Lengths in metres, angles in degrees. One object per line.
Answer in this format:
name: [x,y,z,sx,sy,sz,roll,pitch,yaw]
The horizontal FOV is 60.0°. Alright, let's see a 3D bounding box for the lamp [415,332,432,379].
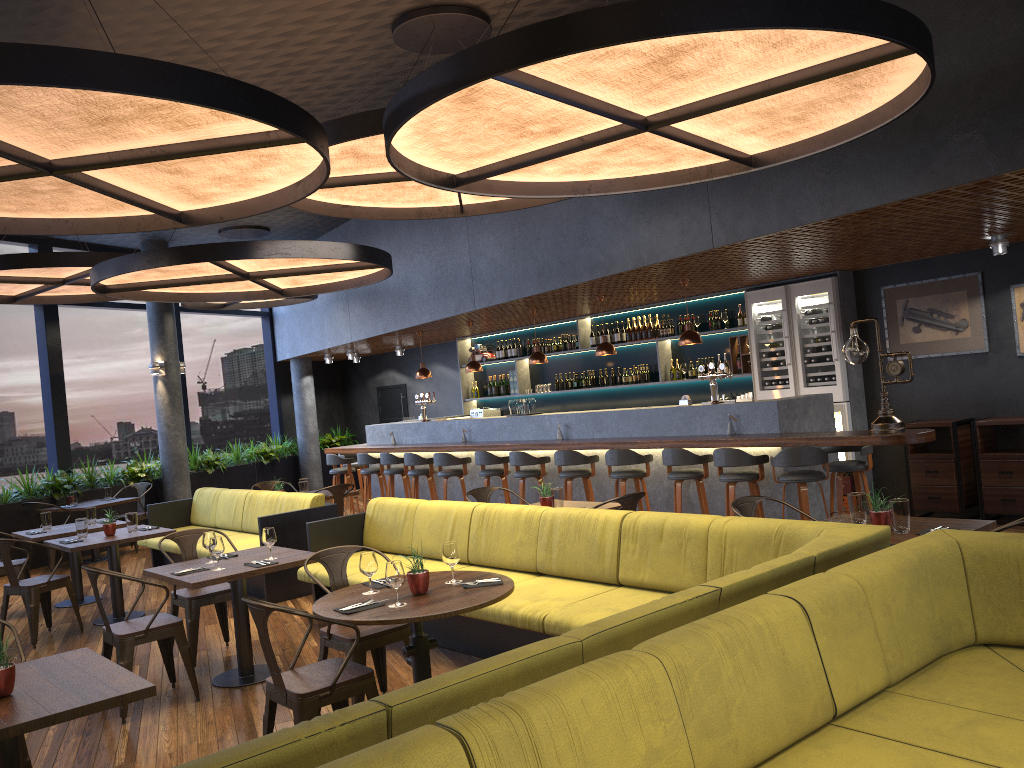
lamp: [-1.315,-0.420,12.912,0.250,0.673,0.250,-6,-1,37]

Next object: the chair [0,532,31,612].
chair: [-5.028,1.815,8.682,0.541,0.917,0.504,-5,0,-22]

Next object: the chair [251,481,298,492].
chair: [-2.755,1.613,10.484,0.504,0.917,0.541,-5,-1,-40]

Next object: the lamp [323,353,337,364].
lamp: [-3.340,-0.465,16.156,0.228,0.172,0.228,-5,-1,-41]

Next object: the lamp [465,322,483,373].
lamp: [-0.543,-0.500,12.006,0.250,0.673,0.250,-5,0,-8]

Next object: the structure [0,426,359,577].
structure: [-6.496,1.728,11.379,0.808,1.413,17.112,-6,0,24]

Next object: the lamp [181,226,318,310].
lamp: [-3.976,-1.782,13.332,1.979,1.093,1.979,-6,0,13]

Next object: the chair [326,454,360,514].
chair: [-2.510,1.547,13.315,0.483,1.048,0.438,-6,0,21]

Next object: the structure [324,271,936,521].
structure: [1.077,0.362,11.191,2.700,2.700,9.298,-5,-1,-41]

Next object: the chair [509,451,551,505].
chair: [0.230,1.262,10.100,0.438,1.048,0.483,-5,0,-12]

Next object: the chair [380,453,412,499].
chair: [-1.548,1.448,12.274,0.483,1.048,0.438,-6,0,21]

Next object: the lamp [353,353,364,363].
lamp: [-2.981,-0.493,16.954,0.228,0.172,0.228,-5,-1,-41]

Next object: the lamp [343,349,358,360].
lamp: [-2.813,-0.520,15.511,0.228,0.172,0.228,-5,-1,-41]

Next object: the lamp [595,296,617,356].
lamp: [1.044,-0.665,10.144,0.250,0.673,0.250,-5,0,-8]

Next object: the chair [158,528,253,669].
chair: [-2.244,1.534,6.450,0.504,0.917,0.541,-5,-1,-40]

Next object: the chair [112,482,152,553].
chair: [-5.307,1.870,12.430,0.504,0.917,0.541,-6,0,15]

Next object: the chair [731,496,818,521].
chair: [1.667,1.155,5.411,0.504,0.917,0.541,-5,-1,-40]

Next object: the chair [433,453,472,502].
chair: [-0.724,1.361,11.126,0.438,1.048,0.483,-5,0,-21]

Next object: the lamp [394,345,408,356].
lamp: [-2.003,-0.594,15.807,0.228,0.172,0.228,-5,-1,-41]

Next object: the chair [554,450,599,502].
chair: [0.736,1.210,9.568,0.483,1.048,0.438,-5,0,10]

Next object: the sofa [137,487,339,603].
sofa: [-3.010,1.633,9.411,0.966,0.914,3.061,-5,-1,-41]

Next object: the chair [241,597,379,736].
chair: [-0.912,1.389,4.066,0.541,0.917,0.504,-5,-1,-40]

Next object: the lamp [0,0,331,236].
lamp: [-2.401,-1.762,4.501,2.778,1.475,2.778,-5,0,9]

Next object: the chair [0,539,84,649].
chair: [-4.037,1.712,7.483,0.504,0.917,0.541,-6,0,27]

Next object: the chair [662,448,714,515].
chair: [1.715,1.109,8.459,0.483,1.048,0.438,-6,0,21]

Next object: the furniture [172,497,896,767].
furniture: [-0.176,1.319,3.543,7.462,0.914,4.895,-6,-1,44]

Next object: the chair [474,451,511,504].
chair: [-0.171,1.304,10.655,0.483,1.048,0.438,-6,0,21]

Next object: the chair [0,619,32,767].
chair: [-2.390,1.528,3.870,0.504,0.917,0.541,-5,-1,-40]

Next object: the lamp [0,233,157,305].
lamp: [-5.036,-1.649,9.884,2.778,1.159,2.778,-5,0,-5]

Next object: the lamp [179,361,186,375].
lamp: [-5.179,-0.242,13.830,0.215,0.215,0.189,-6,0,28]

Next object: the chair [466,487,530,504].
chair: [-0.067,1.335,7.470,0.504,0.917,0.541,-5,-1,-40]

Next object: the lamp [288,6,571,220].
lamp: [-0.476,-2.106,6.671,2.778,1.159,2.778,-5,0,10]

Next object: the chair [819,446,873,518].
chair: [3.001,0.983,7.922,0.483,1.048,0.438,-6,0,21]

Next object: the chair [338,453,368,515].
chair: [-2.516,1.555,14.303,0.483,1.048,0.438,-5,0,-12]

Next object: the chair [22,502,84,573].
chair: [-5.836,1.911,11.211,0.504,0.917,0.541,-6,0,24]

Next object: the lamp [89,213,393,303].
lamp: [-2.618,-1.710,8.601,2.778,1.475,2.778,-6,0,14]

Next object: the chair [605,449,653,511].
chair: [1.209,1.161,9.046,0.438,1.048,0.483,-5,0,-26]

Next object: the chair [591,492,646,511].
chair: [0.738,1.252,6.524,0.504,0.917,0.541,-5,-1,-40]

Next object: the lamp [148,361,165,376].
lamp: [-5.352,-0.230,13.293,0.215,0.215,0.189,-5,0,10]

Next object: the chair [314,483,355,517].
chair: [-1.938,1.528,9.524,0.504,0.917,0.541,-5,-1,-40]

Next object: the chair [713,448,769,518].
chair: [2.068,1.071,7.944,0.438,1.048,0.483,-5,0,-12]

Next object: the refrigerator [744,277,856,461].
refrigerator: [3.372,-0.096,10.234,0.454,2.109,1.159,-5,-1,-41]

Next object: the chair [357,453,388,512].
chair: [-1.944,1.489,12.719,0.483,1.048,0.438,-6,0,21]

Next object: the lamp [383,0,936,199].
lamp: [0.654,-2.050,4.730,2.778,1.475,2.778,-5,-1,-37]

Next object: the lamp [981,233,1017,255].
lamp: [4.418,-1.263,8.042,0.228,0.172,0.228,-5,-1,-41]

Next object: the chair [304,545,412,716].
chair: [-0.837,1.389,4.945,0.504,0.917,0.541,-5,-1,-40]

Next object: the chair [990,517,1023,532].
chair: [2.474,1.071,4.465,0.504,0.917,0.541,-5,-1,-40]

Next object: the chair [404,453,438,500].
chair: [-1.164,1.407,11.705,0.438,1.048,0.483,-5,0,-12]

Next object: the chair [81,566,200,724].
chair: [-2.312,1.533,5.471,0.541,0.917,0.504,-5,-1,-40]

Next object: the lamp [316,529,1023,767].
lamp: [2.936,0.116,3.130,9.057,2.714,3.017,-5,-1,-41]

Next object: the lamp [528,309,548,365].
lamp: [0.297,-0.588,11.020,0.250,0.673,0.250,-5,0,-8]

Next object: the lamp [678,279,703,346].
lamp: [1.826,-0.747,9.226,0.250,0.673,0.250,-5,0,-8]

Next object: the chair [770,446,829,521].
chair: [2.457,1.031,7.504,0.483,1.048,0.438,-6,-1,41]
